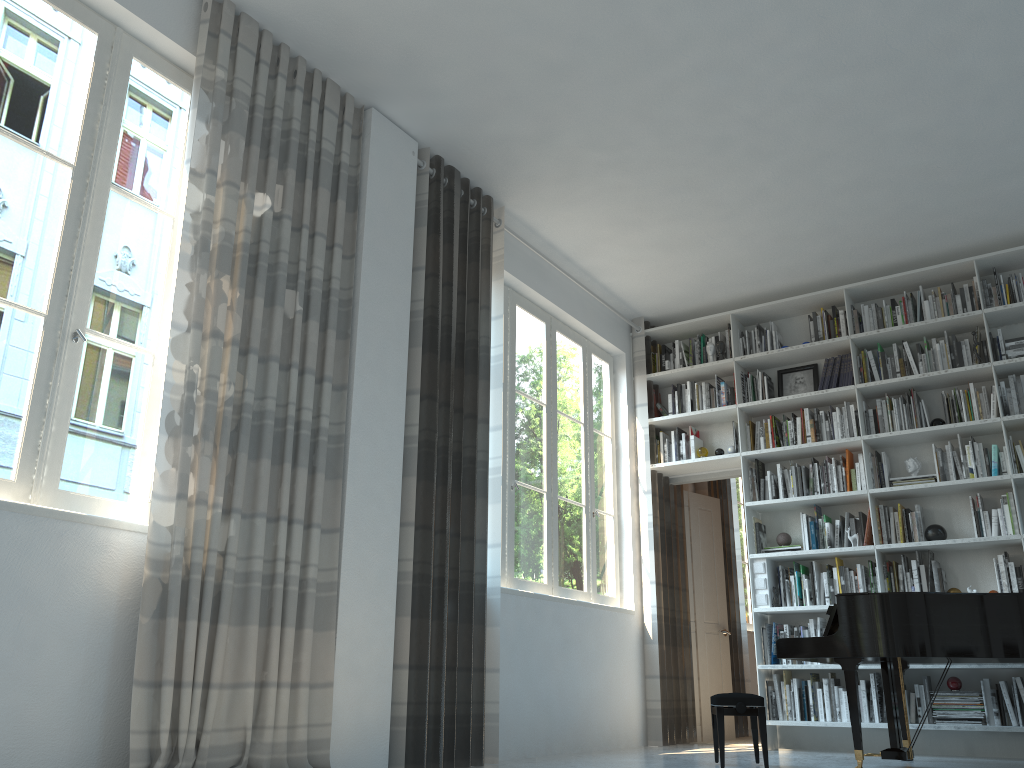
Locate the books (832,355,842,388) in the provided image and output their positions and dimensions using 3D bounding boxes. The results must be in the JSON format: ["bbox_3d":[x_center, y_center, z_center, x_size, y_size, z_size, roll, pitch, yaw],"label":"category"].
[{"bbox_3d":[2.356,-0.045,6.388,0.097,0.281,0.174,-11,-22,31],"label":"books"}]

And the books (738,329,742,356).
[{"bbox_3d":[1.792,-0.272,6.875,0.007,0.284,0.160,-11,-22,31],"label":"books"}]

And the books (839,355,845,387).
[{"bbox_3d":[2.395,-0.048,6.387,0.079,0.284,0.174,-11,-22,31],"label":"books"}]

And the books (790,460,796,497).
[{"bbox_3d":[2.036,0.708,6.355,0.011,0.292,0.184,-11,-22,31],"label":"books"}]

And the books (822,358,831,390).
[{"bbox_3d":[2.304,-0.024,6.442,0.110,0.278,0.174,-11,-22,31],"label":"books"}]

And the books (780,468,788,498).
[{"bbox_3d":[1.972,0.743,6.384,0.011,0.245,0.176,-11,-22,31],"label":"books"}]

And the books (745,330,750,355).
[{"bbox_3d":[1.841,-0.269,6.827,0.012,0.248,0.180,-11,-22,31],"label":"books"}]

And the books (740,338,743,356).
[{"bbox_3d":[1.797,-0.238,6.849,0.017,0.203,0.143,-11,-22,31],"label":"books"}]

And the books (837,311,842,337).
[{"bbox_3d":[2.418,-0.388,6.485,0.022,0.259,0.152,-11,-22,31],"label":"books"}]

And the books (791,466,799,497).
[{"bbox_3d":[2.045,0.725,6.333,0.021,0.246,0.189,-11,-22,31],"label":"books"}]

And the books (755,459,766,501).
[{"bbox_3d":[1.824,0.727,6.477,0.012,0.332,0.185,-11,-22,31],"label":"books"}]

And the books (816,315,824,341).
[{"bbox_3d":[2.293,-0.364,6.540,0.028,0.248,0.156,-11,-22,31],"label":"books"}]

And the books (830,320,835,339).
[{"bbox_3d":[2.369,-0.350,6.489,0.027,0.189,0.178,-11,-22,31],"label":"books"}]

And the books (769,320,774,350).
[{"bbox_3d":[1.997,-0.322,6.749,0.007,0.300,0.146,-11,-22,31],"label":"books"}]

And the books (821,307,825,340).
[{"bbox_3d":[2.325,-0.394,6.562,0.014,0.319,0.137,-11,-22,31],"label":"books"}]

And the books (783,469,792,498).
[{"bbox_3d":[2.010,0.746,6.387,0.049,0.242,0.139,-11,-22,31],"label":"books"}]

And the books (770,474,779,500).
[{"bbox_3d":[1.911,0.770,6.400,0.028,0.203,0.188,-11,-22,31],"label":"books"}]

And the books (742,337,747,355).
[{"bbox_3d":[1.827,-0.245,6.838,0.032,0.209,0.158,-11,-22,31],"label":"books"}]

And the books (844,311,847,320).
[{"bbox_3d":[2.471,-0.394,6.453,0.039,0.251,0.147,-11,-22,31],"label":"books"}]

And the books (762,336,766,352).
[{"bbox_3d":[1.939,-0.258,6.756,0.026,0.182,0.162,-11,-22,31],"label":"books"}]

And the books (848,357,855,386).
[{"bbox_3d":[2.444,-0.064,6.341,0.079,0.284,0.174,-11,-22,31],"label":"books"}]

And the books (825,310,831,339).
[{"bbox_3d":[2.341,-0.386,6.515,0.011,0.273,0.184,-11,-22,31],"label":"books"}]

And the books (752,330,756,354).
[{"bbox_3d":[1.880,-0.273,6.804,0.016,0.242,0.156,-11,-22,31],"label":"books"}]

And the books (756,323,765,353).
[{"bbox_3d":[1.912,-0.305,6.767,0.015,0.278,0.191,-11,-22,31],"label":"books"}]

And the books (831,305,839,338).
[{"bbox_3d":[2.385,-0.408,6.484,0.025,0.296,0.164,-11,-22,31],"label":"books"}]

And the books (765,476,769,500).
[{"bbox_3d":[1.877,0.785,6.452,0.042,0.208,0.143,-11,-22,31],"label":"books"}]

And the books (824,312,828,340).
[{"bbox_3d":[2.331,-0.379,6.518,0.010,0.262,0.157,-11,-22,31],"label":"books"}]

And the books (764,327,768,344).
[{"bbox_3d":[1.958,-0.293,6.761,0.013,0.252,0.129,-11,-22,31],"label":"books"}]

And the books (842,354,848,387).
[{"bbox_3d":[2.416,-0.051,6.379,0.079,0.284,0.174,-11,-22,31],"label":"books"}]

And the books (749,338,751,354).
[{"bbox_3d":[1.861,-0.242,6.821,0.017,0.193,0.129,-11,-22,31],"label":"books"}]

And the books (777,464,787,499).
[{"bbox_3d":[1.962,0.731,6.406,0.023,0.280,0.174,-11,-22,31],"label":"books"}]

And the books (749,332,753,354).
[{"bbox_3d":[1.865,-0.264,6.805,0.013,0.224,0.177,-11,-22,31],"label":"books"}]

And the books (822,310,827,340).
[{"bbox_3d":[2.328,-0.383,6.537,0.013,0.282,0.167,-11,-22,31],"label":"books"}]

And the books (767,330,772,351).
[{"bbox_3d":[1.974,-0.284,6.727,0.021,0.213,0.173,-11,-22,31],"label":"books"}]

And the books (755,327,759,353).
[{"bbox_3d":[1.902,-0.288,6.789,0.016,0.260,0.154,-11,-22,31],"label":"books"}]

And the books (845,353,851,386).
[{"bbox_3d":[2.433,-0.056,6.364,0.079,0.284,0.174,-11,-22,31],"label":"books"}]

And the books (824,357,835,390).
[{"bbox_3d":[2.313,-0.033,6.416,0.110,0.278,0.174,-11,-22,31],"label":"books"}]

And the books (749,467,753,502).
[{"bbox_3d":[1.787,0.769,6.524,0.012,0.284,0.160,-11,-22,31],"label":"books"}]

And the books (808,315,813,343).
[{"bbox_3d":[2.242,-0.360,6.597,0.013,0.277,0.151,-11,-22,31],"label":"books"}]

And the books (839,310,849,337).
[{"bbox_3d":[2.433,-0.394,6.460,0.031,0.253,0.178,-11,-22,31],"label":"books"}]

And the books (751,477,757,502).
[{"bbox_3d":[1.798,0.799,6.495,0.026,0.208,0.155,-11,-22,31],"label":"books"}]

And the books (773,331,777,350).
[{"bbox_3d":[2.015,-0.281,6.716,0.014,0.201,0.171,-11,-22,31],"label":"books"}]

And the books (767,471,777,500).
[{"bbox_3d":[1.895,0.762,6.426,0.022,0.235,0.177,-11,-22,31],"label":"books"}]

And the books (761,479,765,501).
[{"bbox_3d":[1.847,0.796,6.445,0.037,0.181,0.189,-11,-22,31],"label":"books"}]

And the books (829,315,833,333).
[{"bbox_3d":[2.366,-0.370,6.529,0.013,0.253,0.129,-11,-22,31],"label":"books"}]

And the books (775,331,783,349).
[{"bbox_3d":[2.031,-0.284,6.719,0.013,0.209,0.137,-11,-22,31],"label":"books"}]

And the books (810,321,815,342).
[{"bbox_3d":[2.252,-0.339,6.567,0.028,0.217,0.153,-11,-22,31],"label":"books"}]

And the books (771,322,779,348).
[{"bbox_3d":[2.013,-0.317,6.752,0.015,0.292,0.131,-11,-22,31],"label":"books"}]

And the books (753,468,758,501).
[{"bbox_3d":[1.809,0.763,6.479,0.027,0.265,0.176,-11,-22,31],"label":"books"}]

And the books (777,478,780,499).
[{"bbox_3d":[1.955,0.786,6.420,0.021,0.187,0.129,-11,-22,31],"label":"books"}]

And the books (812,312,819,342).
[{"bbox_3d":[2.272,-0.374,6.560,0.024,0.278,0.188,-11,-22,31],"label":"books"}]

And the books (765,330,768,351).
[{"bbox_3d":[1.964,-0.282,6.742,0.013,0.219,0.181,-11,-22,31],"label":"books"}]

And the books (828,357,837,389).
[{"bbox_3d":[2.342,-0.032,6.419,0.110,0.278,0.174,-11,-22,31],"label":"books"}]

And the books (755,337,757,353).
[{"bbox_3d":[1.897,-0.249,6.796,0.014,0.191,0.146,-11,-22,31],"label":"books"}]

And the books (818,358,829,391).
[{"bbox_3d":[2.280,-0.023,6.447,0.110,0.278,0.174,-11,-22,31],"label":"books"}]

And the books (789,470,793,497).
[{"bbox_3d":[2.026,0.741,6.353,0.014,0.229,0.148,-11,-22,31],"label":"books"}]

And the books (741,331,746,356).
[{"bbox_3d":[1.811,-0.264,6.856,0.007,0.258,0.157,-11,-22,31],"label":"books"}]
